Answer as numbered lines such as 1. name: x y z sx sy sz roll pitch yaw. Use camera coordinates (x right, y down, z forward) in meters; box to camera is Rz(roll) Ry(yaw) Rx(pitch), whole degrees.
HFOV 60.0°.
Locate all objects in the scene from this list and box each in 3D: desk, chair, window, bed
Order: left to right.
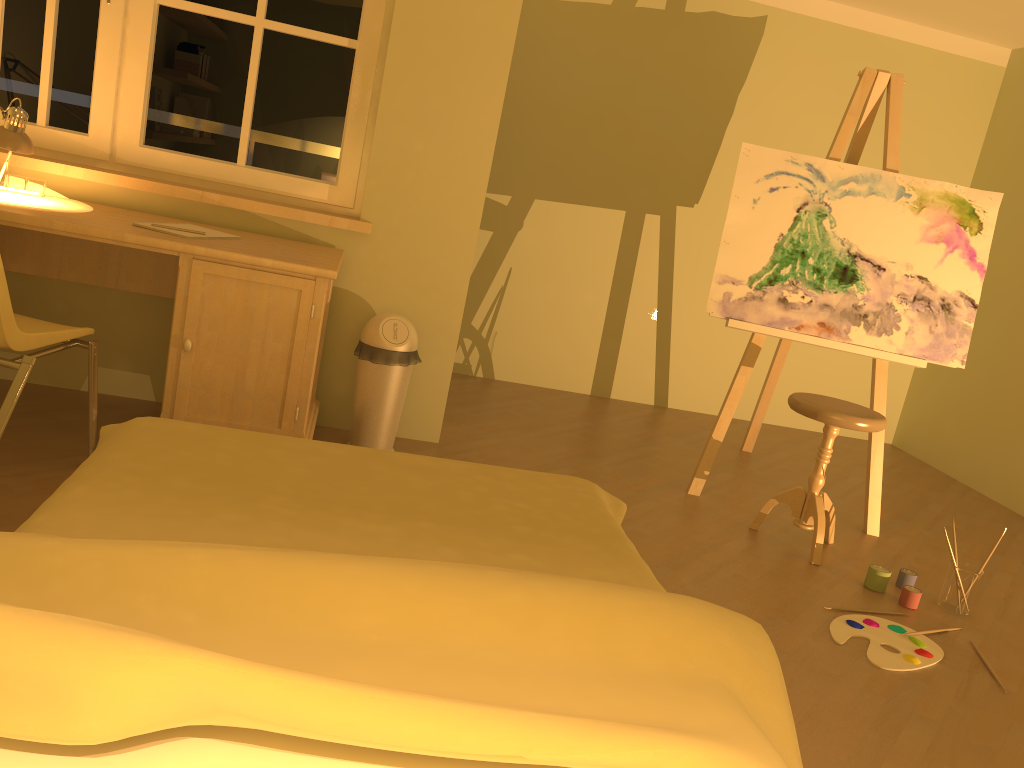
1. chair: -1.494 -0.132 2.421 0.531 0.785 0.546 14 12 9
2. desk: -1.339 -0.197 3.021 1.396 0.720 0.684 9 12 -11
3. window: -1.203 -1.385 3.281 1.486 1.263 0.142 9 12 -11
4. bed: -0.137 0.394 1.052 1.286 0.894 2.378 9 12 -11
5. chair: 1.133 0.342 3.281 0.348 0.551 0.364 12 12 0

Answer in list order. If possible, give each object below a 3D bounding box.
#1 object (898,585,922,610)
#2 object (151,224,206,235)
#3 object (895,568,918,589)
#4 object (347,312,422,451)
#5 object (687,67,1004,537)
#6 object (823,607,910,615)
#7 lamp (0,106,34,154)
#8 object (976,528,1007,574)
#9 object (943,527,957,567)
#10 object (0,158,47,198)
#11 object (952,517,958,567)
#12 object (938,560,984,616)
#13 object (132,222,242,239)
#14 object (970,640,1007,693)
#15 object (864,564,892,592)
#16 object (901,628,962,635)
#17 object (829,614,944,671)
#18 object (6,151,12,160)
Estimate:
1. object: 1.326 0.710 2.953 0.060 0.060 0.060 5 14 -29
2. object: -1.083 -0.503 2.881 0.166 0.009 0.008 7 13 -20
3. object: 1.385 0.687 3.112 0.060 0.060 0.060 6 14 -26
4. object: -0.494 -0.009 3.388 0.248 0.535 0.255 17 13 23
5. object: 1.236 -0.393 3.807 0.972 1.896 1.132 5 14 -28
6. object: 1.133 0.724 2.828 0.325 0.010 0.010 8 13 -16
7. lamp: -1.742 -0.854 2.834 0.484 0.455 0.140 15 13 13
8. object: 1.574 0.620 2.976 0.069 0.319 0.010 15 13 15
9. object: 1.488 0.623 2.970 0.172 0.278 0.010 12 12 1
10. object: -1.744 -0.720 3.059 0.240 0.105 0.070 8 13 -18
11. object: 1.511 0.615 3.014 0.010 0.286 0.159 8 13 -16
12. object: 1.511 0.689 2.993 0.106 0.157 0.106 2 16 -38
13. object: -1.075 -0.509 2.952 0.210 0.010 0.300 15 13 13
14. object: 1.401 0.827 2.615 0.010 0.010 0.325 14 12 9
15. object: 1.256 0.667 3.048 0.073 0.073 0.073 10 12 -7
16. object: 1.311 0.772 2.766 0.325 0.015 0.010 4 14 -32
17. object: 1.108 0.759 2.641 0.366 0.014 0.288 2 16 -38
18. object: -1.759 -0.755 3.073 0.043 0.138 0.010 2 15 -36
